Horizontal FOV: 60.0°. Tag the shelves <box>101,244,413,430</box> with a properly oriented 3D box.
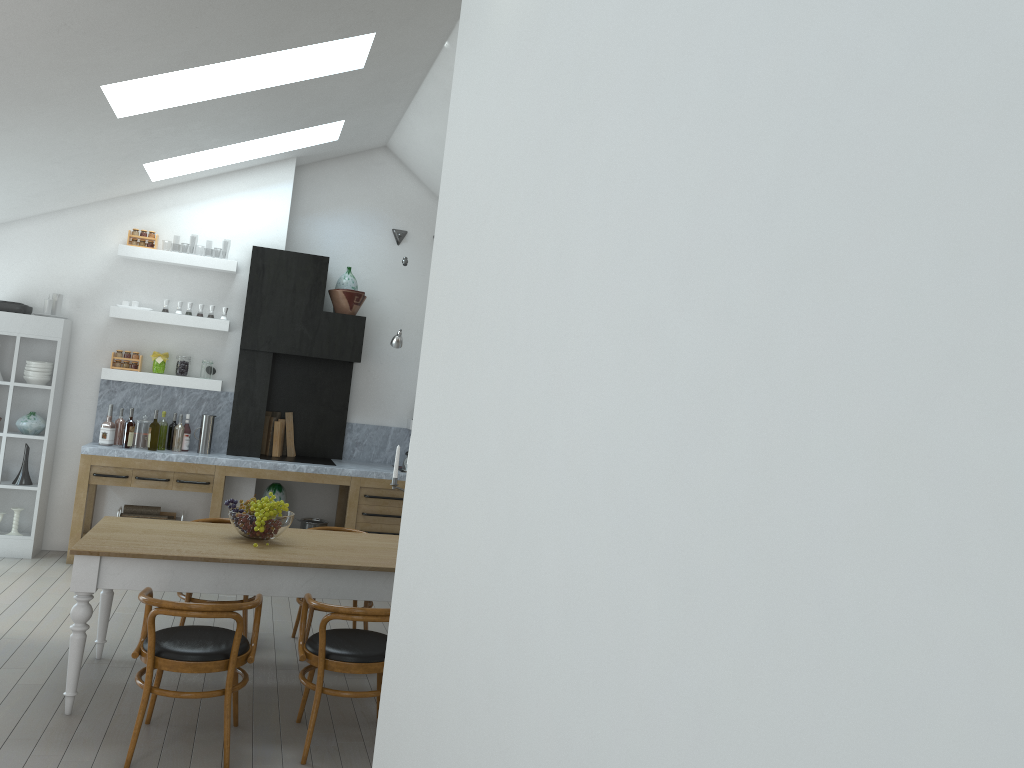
[{"bbox_3d":[-0.966,-0.229,8.776,5.542,1.364,0.480,7,-3,-21],"label":"shelves"}]

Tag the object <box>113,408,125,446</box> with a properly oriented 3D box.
[{"bbox_3d":[-3.397,0.373,7.675,0.085,0.331,0.085,7,-3,-7],"label":"object"}]

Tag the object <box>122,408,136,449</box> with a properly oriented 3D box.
[{"bbox_3d":[-3.251,0.380,7.534,0.092,0.359,0.092,6,-3,18],"label":"object"}]

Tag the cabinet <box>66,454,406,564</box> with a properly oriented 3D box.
[{"bbox_3d":[-0.663,1.436,8.583,6.421,1.023,1.003,7,-2,-16],"label":"cabinet"}]

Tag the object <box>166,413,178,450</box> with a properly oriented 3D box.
[{"bbox_3d":[-2.989,0.419,7.822,0.085,0.331,0.085,7,-3,-7],"label":"object"}]

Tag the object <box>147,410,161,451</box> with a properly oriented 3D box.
[{"bbox_3d":[-3.063,0.399,7.591,0.092,0.359,0.092,5,-3,28],"label":"object"}]

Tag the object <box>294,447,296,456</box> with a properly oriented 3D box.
[{"bbox_3d":[-2.120,0.570,8.517,0.113,0.252,0.057,7,-3,-13],"label":"object"}]

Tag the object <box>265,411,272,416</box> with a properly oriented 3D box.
[{"bbox_3d":[-2.353,0.474,8.477,0.068,0.426,0.088,6,-3,-2],"label":"object"}]

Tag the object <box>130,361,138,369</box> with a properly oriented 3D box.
[{"bbox_3d":[-3.313,-0.161,7.780,0.059,0.075,0.058,6,-2,7],"label":"object"}]

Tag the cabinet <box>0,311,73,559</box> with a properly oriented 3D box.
[{"bbox_3d":[-4.192,0.409,7.412,0.641,1.992,0.361,7,-3,-16],"label":"cabinet"}]

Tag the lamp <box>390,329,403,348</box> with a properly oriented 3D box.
[{"bbox_3d":[-1.057,-0.415,8.124,0.115,0.178,0.164,6,-2,2],"label":"lamp"}]

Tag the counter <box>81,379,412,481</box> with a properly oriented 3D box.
[{"bbox_3d":[-0.508,0.629,8.664,6.568,0.620,0.961,7,-2,-16],"label":"counter"}]

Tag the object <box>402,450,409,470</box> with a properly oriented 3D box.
[{"bbox_3d":[-0.907,0.692,8.392,0.246,0.268,0.246,7,-2,-6],"label":"object"}]

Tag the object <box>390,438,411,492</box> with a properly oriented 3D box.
[{"bbox_3d":[-0.430,0.549,5.215,0.773,0.876,0.266,8,-3,-42],"label":"object"}]

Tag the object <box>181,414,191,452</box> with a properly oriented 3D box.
[{"bbox_3d":[-2.883,0.432,7.837,0.081,0.330,0.081,6,-3,11],"label":"object"}]

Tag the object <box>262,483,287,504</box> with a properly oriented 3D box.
[{"bbox_3d":[-2.237,1.178,8.308,0.231,0.499,0.230,5,-3,25],"label":"object"}]

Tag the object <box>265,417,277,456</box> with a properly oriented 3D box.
[{"bbox_3d":[-2.260,0.492,8.320,0.068,0.367,0.131,6,-3,-2],"label":"object"}]

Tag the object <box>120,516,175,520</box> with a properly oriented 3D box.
[{"bbox_3d":[-3.098,1.181,7.523,0.436,0.093,0.092,7,-2,-18],"label":"object"}]

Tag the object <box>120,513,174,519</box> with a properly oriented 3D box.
[{"bbox_3d":[-3.167,1.174,7.689,0.434,0.079,0.115,7,-2,-18],"label":"object"}]

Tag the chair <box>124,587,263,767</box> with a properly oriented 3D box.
[{"bbox_3d":[-1.444,1.289,4.016,0.527,0.736,0.621,7,-2,-13],"label":"chair"}]

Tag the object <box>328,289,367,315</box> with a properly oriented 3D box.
[{"bbox_3d":[-1.557,-0.757,8.318,0.348,0.237,0.366,6,-2,2],"label":"object"}]

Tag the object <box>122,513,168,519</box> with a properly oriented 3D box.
[{"bbox_3d":[-3.144,1.162,7.589,0.362,0.087,0.101,7,-2,-18],"label":"object"}]

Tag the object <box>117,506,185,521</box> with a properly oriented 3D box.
[{"bbox_3d":[-3.119,1.202,7.645,0.526,0.232,0.429,7,-2,-18],"label":"object"}]

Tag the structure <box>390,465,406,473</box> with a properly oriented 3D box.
[{"bbox_3d":[-0.761,0.864,8.515,0.736,0.041,0.647,7,-1,-16],"label":"structure"}]

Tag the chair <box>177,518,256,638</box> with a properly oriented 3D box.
[{"bbox_3d":[-1.869,1.272,5.669,0.527,0.736,0.621,7,-2,-16],"label":"chair"}]

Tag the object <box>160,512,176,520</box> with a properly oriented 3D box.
[{"bbox_3d":[-3.170,1.150,7.769,0.422,0.073,0.071,7,-2,-18],"label":"object"}]

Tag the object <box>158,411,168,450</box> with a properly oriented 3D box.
[{"bbox_3d":[-3.045,0.407,7.709,0.092,0.339,0.092,6,-3,2],"label":"object"}]

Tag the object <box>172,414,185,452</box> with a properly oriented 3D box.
[{"bbox_3d":[-2.903,0.429,7.729,0.085,0.331,0.085,7,-3,-7],"label":"object"}]

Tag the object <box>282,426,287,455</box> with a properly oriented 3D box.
[{"bbox_3d":[-2.201,0.551,8.514,0.104,0.296,0.110,9,-3,-41],"label":"object"}]

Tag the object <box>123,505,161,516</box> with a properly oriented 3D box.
[{"bbox_3d":[-3.188,1.100,7.638,0.291,0.102,0.104,7,-2,-18],"label":"object"}]

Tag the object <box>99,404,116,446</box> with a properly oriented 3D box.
[{"bbox_3d":[-3.444,0.351,7.567,0.088,0.360,0.085,6,-3,6],"label":"object"}]

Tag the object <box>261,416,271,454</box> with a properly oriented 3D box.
[{"bbox_3d":[-2.318,0.480,8.318,0.057,0.359,0.074,6,-3,-2],"label":"object"}]

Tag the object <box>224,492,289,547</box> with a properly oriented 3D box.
[{"bbox_3d":[-1.414,0.731,4.953,0.394,0.285,0.291,5,-2,38],"label":"object"}]

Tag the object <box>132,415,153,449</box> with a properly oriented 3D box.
[{"bbox_3d":[-3.215,0.413,7.730,0.184,0.286,0.183,6,-2,8],"label":"object"}]

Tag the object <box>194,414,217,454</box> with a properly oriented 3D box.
[{"bbox_3d":[-2.715,0.442,7.822,0.164,0.340,0.114,7,-3,-13],"label":"object"}]

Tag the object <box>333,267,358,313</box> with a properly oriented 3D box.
[{"bbox_3d":[-1.617,-0.892,8.644,0.231,0.504,0.230,5,-3,25],"label":"object"}]

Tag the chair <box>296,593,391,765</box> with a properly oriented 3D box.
[{"bbox_3d":[-0.762,1.370,4.254,0.527,0.736,0.621,7,-2,-16],"label":"chair"}]

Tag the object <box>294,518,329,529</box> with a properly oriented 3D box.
[{"bbox_3d":[-1.992,1.369,8.542,0.456,0.197,0.267,6,-2,18],"label":"object"}]

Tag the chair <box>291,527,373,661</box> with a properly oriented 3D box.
[{"bbox_3d":[-1.160,1.354,5.809,0.526,0.736,0.621,7,-2,-19],"label":"chair"}]

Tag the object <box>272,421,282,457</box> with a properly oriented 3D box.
[{"bbox_3d":[-2.187,0.517,8.262,0.081,0.336,0.148,8,-3,-26],"label":"object"}]

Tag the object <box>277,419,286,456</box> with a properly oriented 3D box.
[{"bbox_3d":[-2.204,0.513,8.381,0.072,0.367,0.130,6,-3,2],"label":"object"}]

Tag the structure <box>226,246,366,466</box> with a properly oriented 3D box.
[{"bbox_3d":[-2.001,-0.245,8.341,1.074,1.887,0.780,7,-3,-16],"label":"structure"}]

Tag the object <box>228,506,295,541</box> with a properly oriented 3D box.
[{"bbox_3d":[-1.414,0.794,4.978,0.359,0.160,0.360,7,-2,-36],"label":"object"}]

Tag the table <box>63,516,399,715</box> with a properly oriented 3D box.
[{"bbox_3d":[-0.680,1.360,5.119,3.345,0.800,1.018,7,-2,-16],"label":"table"}]

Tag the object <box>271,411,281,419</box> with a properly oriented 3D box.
[{"bbox_3d":[-2.283,0.494,8.488,0.089,0.459,0.110,7,-3,-16],"label":"object"}]

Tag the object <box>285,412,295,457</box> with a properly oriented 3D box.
[{"bbox_3d":[-2.108,0.482,8.440,0.148,0.428,0.078,5,-3,19],"label":"object"}]
